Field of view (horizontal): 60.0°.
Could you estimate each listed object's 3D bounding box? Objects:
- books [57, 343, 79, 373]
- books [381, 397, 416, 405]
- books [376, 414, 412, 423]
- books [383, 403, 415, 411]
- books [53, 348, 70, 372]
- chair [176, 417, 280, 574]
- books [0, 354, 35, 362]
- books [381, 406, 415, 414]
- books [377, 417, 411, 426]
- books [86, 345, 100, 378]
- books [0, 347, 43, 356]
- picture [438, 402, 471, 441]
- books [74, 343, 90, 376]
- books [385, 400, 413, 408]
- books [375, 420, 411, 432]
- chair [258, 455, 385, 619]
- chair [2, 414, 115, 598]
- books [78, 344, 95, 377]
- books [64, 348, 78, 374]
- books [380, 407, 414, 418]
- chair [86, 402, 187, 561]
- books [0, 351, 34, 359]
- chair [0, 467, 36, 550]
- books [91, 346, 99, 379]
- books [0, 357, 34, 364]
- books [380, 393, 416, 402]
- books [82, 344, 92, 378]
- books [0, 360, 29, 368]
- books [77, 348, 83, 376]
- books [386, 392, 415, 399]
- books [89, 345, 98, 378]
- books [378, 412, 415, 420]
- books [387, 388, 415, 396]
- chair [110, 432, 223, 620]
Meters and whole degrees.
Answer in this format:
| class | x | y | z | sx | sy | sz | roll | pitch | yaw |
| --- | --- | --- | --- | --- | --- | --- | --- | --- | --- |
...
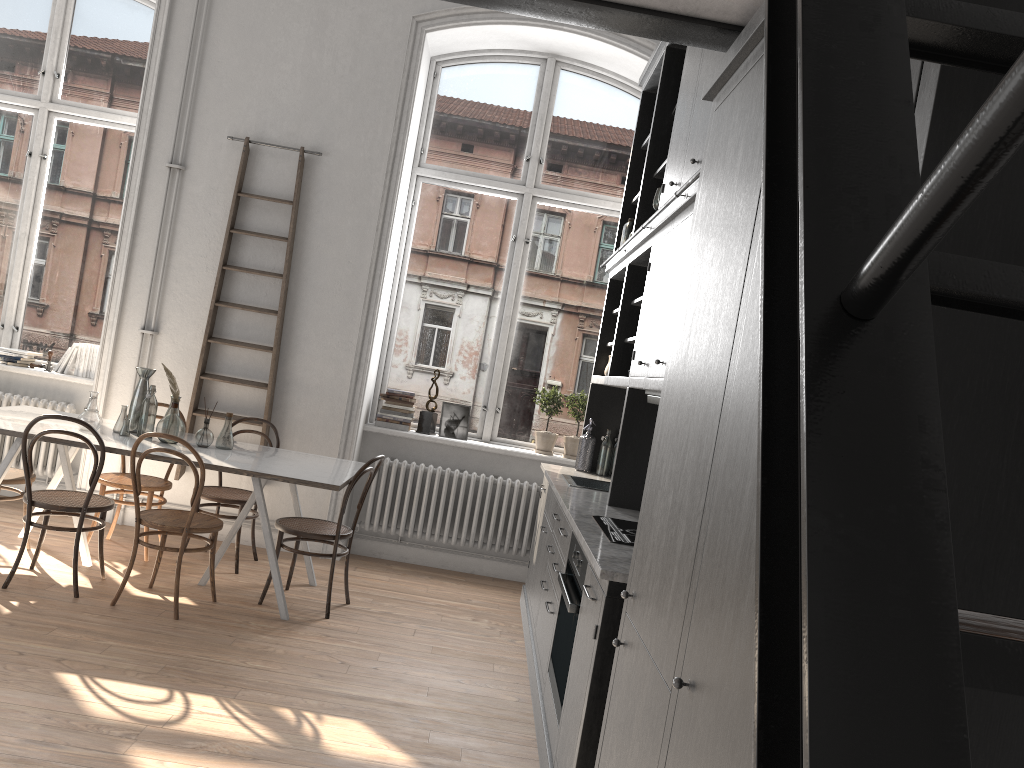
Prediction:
| class | x | y | z | sx | sy | sz | roll | pitch | yaw |
| --- | --- | --- | --- | --- | --- | --- | --- | --- | --- |
| books | -3.232 | -0.190 | 6.517 | 0.100 | 0.235 | 0.174 | 10 | 1 | -1 |
| books | -0.837 | 0.124 | 6.568 | 0.244 | 0.019 | 0.174 | 10 | 1 | -1 |
| books | -0.867 | 0.251 | 6.557 | 0.249 | 0.023 | 0.175 | 10 | 1 | -1 |
| books | -0.836 | 0.167 | 6.574 | 0.222 | 0.024 | 0.158 | 10 | 1 | -1 |
| books | -3.274 | -0.177 | 6.520 | 0.105 | 0.194 | 0.155 | 10 | 1 | -2 |
| chair | -1.784 | 0.682 | 5.672 | 0.438 | 0.921 | 0.549 | 10 | 1 | 6 |
| books | -3.631 | -0.195 | 6.493 | 0.221 | 0.023 | 0.147 | 10 | 1 | 14 |
| books | -0.843 | 0.189 | 6.568 | 0.205 | 0.022 | 0.155 | 10 | 1 | 13 |
| books | -0.871 | 0.274 | 6.558 | 0.249 | 0.023 | 0.175 | 10 | 1 | -6 |
| books | -3.072 | -0.165 | 6.538 | 0.019 | 0.244 | 0.174 | 10 | 1 | -1 |
| books | -3.602 | -0.236 | 6.501 | 0.243 | 0.019 | 0.174 | 10 | 1 | 9 |
| picture | -0.436 | 0.277 | 6.627 | 0.221 | 0.264 | 0.148 | 10 | 1 | -18 |
| books | -3.161 | -0.181 | 6.541 | 0.024 | 0.243 | 0.175 | 10 | 1 | -1 |
| books | -0.835 | 0.145 | 6.568 | 0.205 | 0.022 | 0.155 | 10 | 1 | -6 |
| books | -0.879 | 0.306 | 6.559 | 0.248 | 0.043 | 0.192 | 10 | 1 | -1 |
| chair | -1.075 | 0.811 | 5.060 | 0.549 | 0.921 | 0.438 | 10 | 1 | 11 |
| chair | -2.331 | 0.597 | 4.639 | 0.438 | 0.921 | 0.549 | 10 | 1 | -6 |
| books | -3.112 | -0.172 | 6.511 | 0.024 | 0.243 | 0.175 | 10 | 1 | -1 |
| books | -3.210 | -0.169 | 6.519 | 0.072 | 0.203 | 0.155 | 10 | 1 | -1 |
| books | -0.852 | 0.213 | 6.573 | 0.245 | 0.028 | 0.193 | 10 | 1 | -6 |
| chair | -2.346 | 0.585 | 5.578 | 0.438 | 0.921 | 0.549 | 10 | 1 | -3 |
| books | -3.625 | -0.214 | 6.480 | 0.205 | 0.020 | 0.155 | 10 | 1 | -11 |
| chair | -2.994 | 0.479 | 5.030 | 0.549 | 0.921 | 0.438 | 10 | 1 | 7 |
| books | -3.029 | -0.158 | 6.522 | 0.019 | 0.244 | 0.174 | 10 | 1 | -1 |
| books | -3.637 | -0.173 | 6.494 | 0.205 | 0.022 | 0.155 | 10 | 1 | 19 |
| books | -0.841 | 0.101 | 6.567 | 0.231 | 0.023 | 0.162 | 10 | 1 | 14 |
| books | -3.091 | -0.168 | 6.520 | 0.019 | 0.244 | 0.174 | 10 | 1 | -1 |
| books | -3.647 | -0.152 | 6.498 | 0.147 | 0.023 | 0.221 | 9 | 1 | -43 |
| books | -3.137 | -0.157 | 6.521 | 0.020 | 0.205 | 0.155 | 10 | 1 | -1 |
| books | -0.824 | 0.082 | 6.567 | 0.205 | 0.020 | 0.155 | 10 | 1 | -1 |
| books | -3.051 | -0.162 | 6.544 | 0.024 | 0.243 | 0.175 | 10 | 1 | -1 |
| books | -0.854 | 0.234 | 6.572 | 0.255 | 0.014 | 0.192 | 10 | 1 | 2 |
| books | -0.826 | 0.060 | 6.576 | 0.201 | 0.024 | 0.159 | 10 | 1 | -11 |
| chair | -1.754 | 0.697 | 4.618 | 0.437 | 0.921 | 0.549 | 10 | 1 | 10 |
